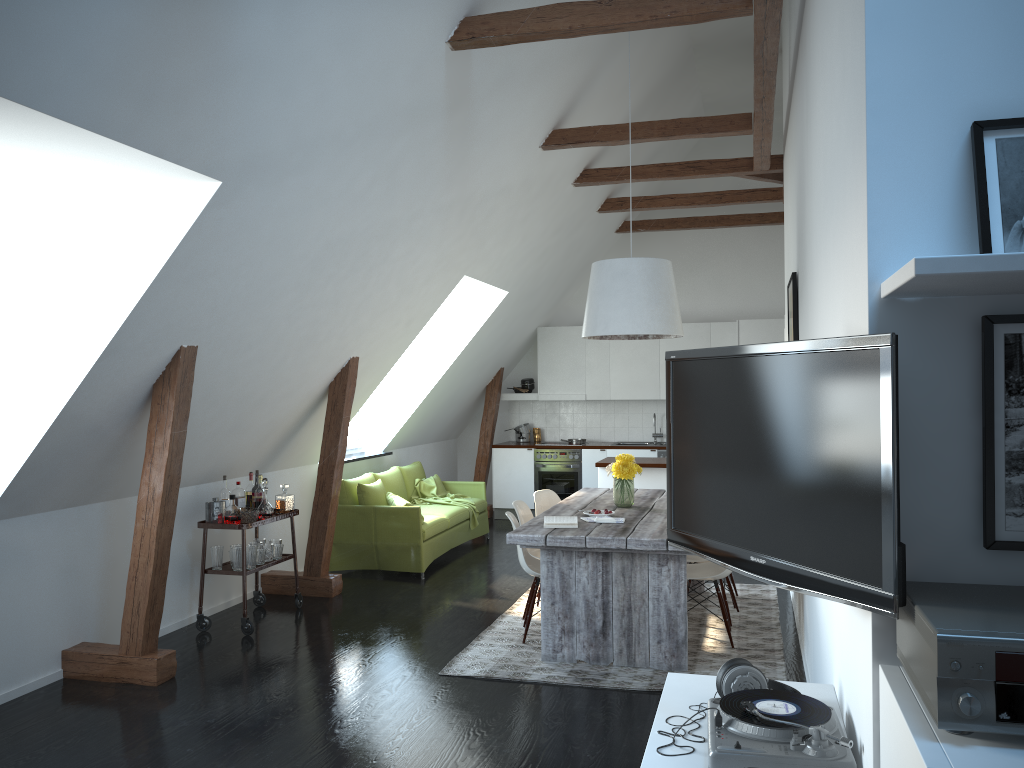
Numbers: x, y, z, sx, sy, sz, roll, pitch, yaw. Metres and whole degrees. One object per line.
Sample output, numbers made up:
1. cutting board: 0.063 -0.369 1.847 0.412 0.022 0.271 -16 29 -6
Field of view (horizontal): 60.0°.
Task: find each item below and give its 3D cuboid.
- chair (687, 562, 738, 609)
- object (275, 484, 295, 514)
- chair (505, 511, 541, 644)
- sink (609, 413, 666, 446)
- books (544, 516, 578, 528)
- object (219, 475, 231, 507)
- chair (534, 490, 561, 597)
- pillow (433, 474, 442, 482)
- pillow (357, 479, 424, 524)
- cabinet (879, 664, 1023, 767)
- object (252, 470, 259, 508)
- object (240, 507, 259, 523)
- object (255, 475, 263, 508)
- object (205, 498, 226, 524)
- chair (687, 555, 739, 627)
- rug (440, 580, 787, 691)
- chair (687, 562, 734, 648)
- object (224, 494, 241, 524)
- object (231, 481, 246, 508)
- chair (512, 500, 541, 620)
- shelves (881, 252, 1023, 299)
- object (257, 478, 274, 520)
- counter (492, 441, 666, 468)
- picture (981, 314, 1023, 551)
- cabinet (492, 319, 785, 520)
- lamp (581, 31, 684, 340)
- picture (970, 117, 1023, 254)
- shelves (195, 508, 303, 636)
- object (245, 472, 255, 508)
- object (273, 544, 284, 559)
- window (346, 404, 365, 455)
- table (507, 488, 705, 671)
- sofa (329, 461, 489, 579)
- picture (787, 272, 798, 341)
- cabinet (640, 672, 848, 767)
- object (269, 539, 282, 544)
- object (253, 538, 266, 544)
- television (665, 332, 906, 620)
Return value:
1. chair: 1.511 1.226 6.635 0.542 0.801 0.465 -1 0 16
2. object: -1.660 0.841 6.480 0.101 0.211 0.101 -1 0 30
3. chair: 0.232 1.235 5.764 0.542 0.801 0.465 -1 0 1
4. sink: 1.704 0.617 10.717 0.963 0.519 0.671 -1 0 15
5. books: 0.295 0.829 5.358 0.202 0.042 0.251 -1 0 3
6. object: -1.972 0.789 6.092 0.073 0.320 0.073 -1 0 6
7. chair: 0.435 1.237 6.846 0.542 0.801 0.465 -1 0 41
8. pillow: -0.827 1.115 9.402 0.210 0.275 0.462 -1 0 13
9. pillow: -1.039 1.050 7.878 0.600 0.387 0.475 -1 0 12
10. cabinet: 1.249 1.149 1.772 0.869 0.921 0.638 -1 0 15
11. object: -1.829 0.784 6.368 0.080 0.329 0.080 -1 0 6
12. object: -1.820 0.900 6.078 0.245 0.092 0.151 -1 0 44
13. object: -1.783 0.796 6.292 0.081 0.307 0.081 -1 0 21
14. object: -1.994 0.859 5.974 0.135 0.182 0.052 0 0 -38
15. chair: 1.386 1.226 6.178 0.542 0.801 0.465 -1 0 21
16. rug: 0.844 1.623 6.039 1.898 0.022 2.677 -1 0 15
17. chair: 1.235 1.225 5.664 0.542 0.801 0.465 -1 0 11
18. object: -1.868 0.843 5.928 0.087 0.206 0.087 -1 0 40
19. object: -1.941 0.822 6.295 0.067 0.257 0.099 -1 0 20
20. chair: 0.281 1.236 6.289 0.542 0.801 0.465 -1 0 16
21. shelves: 1.628 -0.239 1.767 1.604 0.038 0.478 -1 0 15
22. object: -1.722 0.801 6.188 0.114 0.292 0.114 0 0 -13
23. counter: 1.166 0.747 9.641 3.365 0.038 3.085 -1 0 15
24. picture: 1.330 0.113 2.064 0.420 0.558 0.036 -1 0 15
25. cabinet: 1.585 0.463 9.553 4.208 2.369 3.033 -1 0 15
26. lamp: 0.837 -1.725 6.086 0.757 2.813 0.697 0 0 -25
27. picture: 1.383 -0.443 2.011 0.597 0.377 0.114 -1 0 15
28. shelves: -1.833 1.291 6.240 0.438 0.732 0.803 -1 0 11
29. object: -1.906 0.797 6.483 0.081 0.308 0.081 -1 0 7
30. object: -1.686 1.205 6.369 0.092 0.099 0.092 -1 0 -7
31. window: 0.177 -1.439 4.811 5.959 4.249 8.018 -1 0 15
32. table: 0.834 1.237 6.062 1.141 0.788 2.421 -1 0 15
33. sofa: -0.933 1.247 8.645 0.898 0.825 2.093 -1 0 14
34. picture: 1.845 -0.095 5.818 0.036 1.181 0.808 -1 0 15
35. cabinet: 0.748 1.365 2.839 0.623 0.507 1.069 -1 0 15
36. object: -1.727 1.195 6.472 0.095 0.119 0.095 0 0 -23
37. object: -1.852 1.196 6.503 0.095 0.119 0.095 0 0 -23
38. television: 0.922 0.214 2.512 0.537 0.652 1.005 0 0 -20
